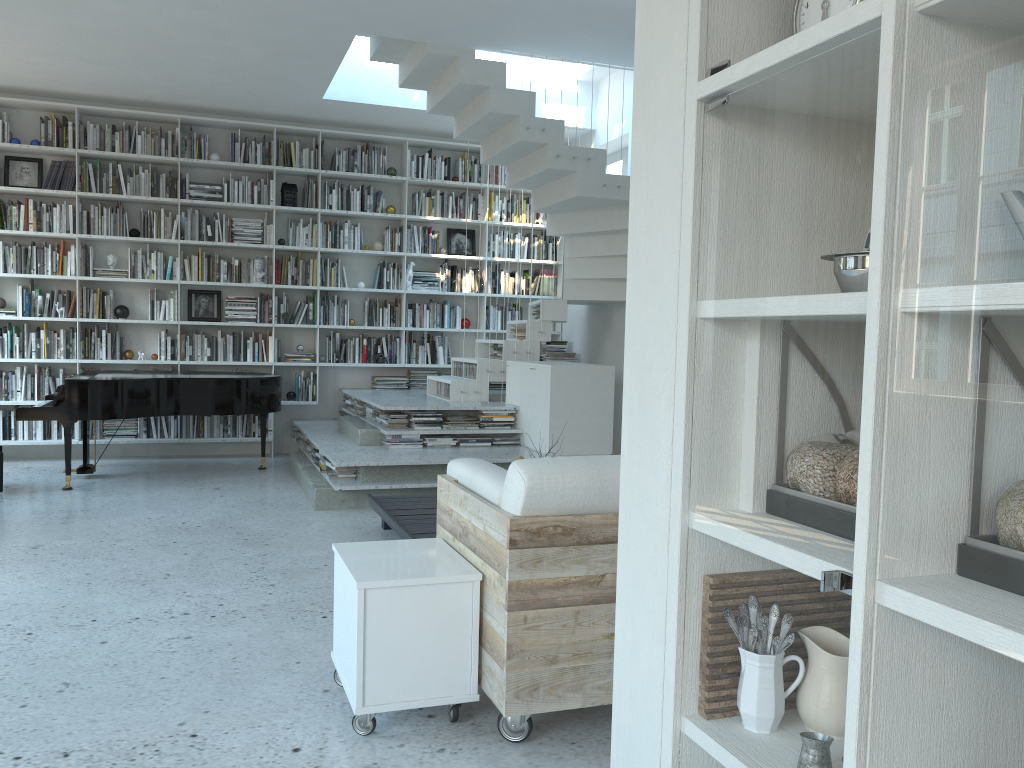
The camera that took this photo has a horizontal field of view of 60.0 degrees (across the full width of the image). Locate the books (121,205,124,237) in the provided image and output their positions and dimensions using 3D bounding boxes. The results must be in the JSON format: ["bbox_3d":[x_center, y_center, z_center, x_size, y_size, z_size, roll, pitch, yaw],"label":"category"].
[{"bbox_3d":[-3.542,-1.466,8.059,0.011,0.287,0.188,0,4,-19],"label":"books"}]

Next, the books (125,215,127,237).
[{"bbox_3d":[-3.524,-1.429,8.095,0.004,0.209,0.132,0,4,-19],"label":"books"}]

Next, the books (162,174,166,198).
[{"bbox_3d":[-3.208,-1.807,8.180,0.024,0.237,0.152,0,4,-19],"label":"books"}]

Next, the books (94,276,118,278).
[{"bbox_3d":[-3.650,-0.963,8.080,0.285,0.012,0.159,0,3,-21],"label":"books"}]

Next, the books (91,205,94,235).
[{"bbox_3d":[-3.773,-1.465,7.990,0.026,0.280,0.150,0,4,-19],"label":"books"}]

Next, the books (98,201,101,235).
[{"bbox_3d":[-3.726,-1.484,8.016,0.011,0.317,0.154,0,4,-19],"label":"books"}]

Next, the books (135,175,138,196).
[{"bbox_3d":[-3.430,-1.797,8.114,0.024,0.212,0.128,0,4,-19],"label":"books"}]

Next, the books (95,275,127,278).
[{"bbox_3d":[-3.651,-0.975,8.083,0.254,0.012,0.160,0,3,-19],"label":"books"}]

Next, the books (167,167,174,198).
[{"bbox_3d":[-3.149,-1.838,8.178,0.058,0.303,0.175,0,4,-19],"label":"books"}]

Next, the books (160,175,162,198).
[{"bbox_3d":[-3.225,-1.799,8.159,0.022,0.223,0.161,0,4,-19],"label":"books"}]

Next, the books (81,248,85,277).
[{"bbox_3d":[-3.861,-1.087,7.995,0.024,0.257,0.133,0,4,-19],"label":"books"}]

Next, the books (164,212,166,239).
[{"bbox_3d":[-3.209,-1.450,8.194,0.010,0.257,0.140,0,4,-19],"label":"books"}]

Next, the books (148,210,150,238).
[{"bbox_3d":[-3.339,-1.457,8.159,0.009,0.267,0.149,0,4,-19],"label":"books"}]

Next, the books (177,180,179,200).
[{"bbox_3d":[-3.098,-1.785,8.233,0.019,0.194,0.098,0,4,-19],"label":"books"}]

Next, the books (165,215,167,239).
[{"bbox_3d":[-3.201,-1.436,8.202,0.011,0.230,0.165,0,4,-19],"label":"books"}]

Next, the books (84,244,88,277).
[{"bbox_3d":[-3.850,-1.108,8.016,0.011,0.298,0.135,0,4,-19],"label":"books"}]

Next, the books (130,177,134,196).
[{"bbox_3d":[-3.458,-1.779,8.079,0.028,0.180,0.168,0,4,-19],"label":"books"}]

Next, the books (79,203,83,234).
[{"bbox_3d":[-3.870,-1.469,7.970,0.012,0.285,0.159,0,4,-19],"label":"books"}]

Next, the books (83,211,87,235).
[{"bbox_3d":[-3.840,-1.439,7.991,0.029,0.225,0.136,0,4,-19],"label":"books"}]

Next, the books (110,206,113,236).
[{"bbox_3d":[-3.628,-1.463,8.038,0.011,0.279,0.169,0,4,-19],"label":"books"}]

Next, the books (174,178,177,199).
[{"bbox_3d":[-3.118,-1.794,8.218,0.028,0.212,0.134,0,4,-19],"label":"books"}]

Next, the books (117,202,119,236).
[{"bbox_3d":[-3.582,-1.485,8.064,0.004,0.321,0.153,0,4,-19],"label":"books"}]

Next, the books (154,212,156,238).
[{"bbox_3d":[-3.276,-1.444,8.147,0.013,0.244,0.188,0,4,-19],"label":"books"}]

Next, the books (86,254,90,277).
[{"bbox_3d":[-3.826,-1.063,8.017,0.034,0.210,0.136,0,4,-19],"label":"books"}]

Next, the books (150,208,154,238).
[{"bbox_3d":[-3.309,-1.468,8.170,0.033,0.288,0.155,0,4,-19],"label":"books"}]

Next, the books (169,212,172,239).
[{"bbox_3d":[-3.159,-1.449,8.206,0.022,0.257,0.155,0,4,-19],"label":"books"}]

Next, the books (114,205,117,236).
[{"bbox_3d":[-3.596,-1.469,8.046,0.011,0.292,0.176,0,4,-19],"label":"books"}]

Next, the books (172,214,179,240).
[{"bbox_3d":[-3.112,-1.438,8.201,0.064,0.237,0.208,0,4,-19],"label":"books"}]

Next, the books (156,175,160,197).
[{"bbox_3d":[-3.248,-1.796,8.147,0.030,0.218,0.182,0,4,-19],"label":"books"}]

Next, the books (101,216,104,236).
[{"bbox_3d":[-3.698,-1.418,8.027,0.029,0.187,0.149,0,4,-19],"label":"books"}]

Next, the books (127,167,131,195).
[{"bbox_3d":[-3.484,-1.822,8.073,0.027,0.265,0.168,0,4,-19],"label":"books"}]

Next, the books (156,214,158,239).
[{"bbox_3d":[-3.277,-1.442,8.185,0.011,0.236,0.130,0,4,-19],"label":"books"}]

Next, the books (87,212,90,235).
[{"bbox_3d":[-3.815,-1.436,7.999,0.024,0.219,0.140,0,4,-19],"label":"books"}]

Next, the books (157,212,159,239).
[{"bbox_3d":[-3.261,-1.449,8.177,0.017,0.253,0.139,0,4,-19],"label":"books"}]

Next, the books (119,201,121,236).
[{"bbox_3d":[-3.565,-1.490,8.073,0.005,0.331,0.161,0,4,-19],"label":"books"}]

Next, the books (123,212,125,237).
[{"bbox_3d":[-3.544,-1.443,8.096,0.009,0.237,0.134,0,4,-19],"label":"books"}]

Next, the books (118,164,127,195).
[{"bbox_3d":[-3.527,-1.832,8.041,0.075,0.286,0.178,0,4,-19],"label":"books"}]

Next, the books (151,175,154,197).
[{"bbox_3d":[-3.300,-1.796,8.147,0.024,0.213,0.150,0,4,-19],"label":"books"}]

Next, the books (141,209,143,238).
[{"bbox_3d":[-3.396,-1.463,8.145,0.012,0.276,0.129,0,4,-19],"label":"books"}]

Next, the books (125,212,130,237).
[{"bbox_3d":[-3.507,-1.439,8.093,0.031,0.232,0.147,0,4,-19],"label":"books"}]

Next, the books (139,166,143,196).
[{"bbox_3d":[-3.391,-1.833,8.111,0.026,0.287,0.137,0,4,-19],"label":"books"}]

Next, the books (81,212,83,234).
[{"bbox_3d":[-3.853,-1.429,7.961,0.015,0.208,0.186,0,4,-19],"label":"books"}]

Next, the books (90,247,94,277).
[{"bbox_3d":[-3.798,-1.097,8.018,0.021,0.278,0.136,0,4,-19],"label":"books"}]

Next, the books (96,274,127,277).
[{"bbox_3d":[-3.648,-0.987,8.074,0.254,0.012,0.160,0,3,-23],"label":"books"}]

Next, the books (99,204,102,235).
[{"bbox_3d":[-3.709,-1.466,8.001,0.010,0.284,0.183,0,4,-19],"label":"books"}]

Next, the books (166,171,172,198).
[{"bbox_3d":[-3.164,-1.819,8.174,0.055,0.264,0.166,0,4,-19],"label":"books"}]

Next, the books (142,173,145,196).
[{"bbox_3d":[-3.362,-1.801,8.098,0.021,0.226,0.191,0,4,-19],"label":"books"}]

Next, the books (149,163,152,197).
[{"bbox_3d":[-3.309,-1.844,8.119,0.011,0.314,0.183,0,4,-19],"label":"books"}]

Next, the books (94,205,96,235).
[{"bbox_3d":[-3.754,-1.463,7.993,0.012,0.276,0.157,0,4,-19],"label":"books"}]

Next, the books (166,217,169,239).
[{"bbox_3d":[-3.185,-1.430,8.209,0.024,0.216,0.142,0,4,-19],"label":"books"}]

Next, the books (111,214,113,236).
[{"bbox_3d":[-3.616,-1.428,8.037,0.011,0.209,0.181,0,4,-19],"label":"books"}]

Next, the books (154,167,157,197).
[{"bbox_3d":[-3.278,-1.834,8.155,0.022,0.291,0.146,0,4,-19],"label":"books"}]

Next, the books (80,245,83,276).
[{"bbox_3d":[-3.879,-1.101,7.994,0.012,0.285,0.159,0,4,-19],"label":"books"}]

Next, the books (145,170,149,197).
[{"bbox_3d":[-3.345,-1.819,8.123,0.028,0.261,0.135,0,4,-19],"label":"books"}]

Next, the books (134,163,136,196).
[{"bbox_3d":[-3.437,-1.843,8.081,0.012,0.308,0.145,0,4,-19],"label":"books"}]

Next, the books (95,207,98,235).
[{"bbox_3d":[-3.738,-1.456,8.000,0.024,0.262,0.177,0,4,-19],"label":"books"}]

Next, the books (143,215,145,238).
[{"bbox_3d":[-3.373,-1.432,8.144,0.013,0.216,0.149,0,4,-19],"label":"books"}]

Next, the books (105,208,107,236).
[{"bbox_3d":[-3.663,-1.449,8.012,0.012,0.252,0.183,0,4,-19],"label":"books"}]

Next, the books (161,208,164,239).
[{"bbox_3d":[-3.222,-1.463,8.182,0.022,0.285,0.189,0,4,-19],"label":"books"}]
